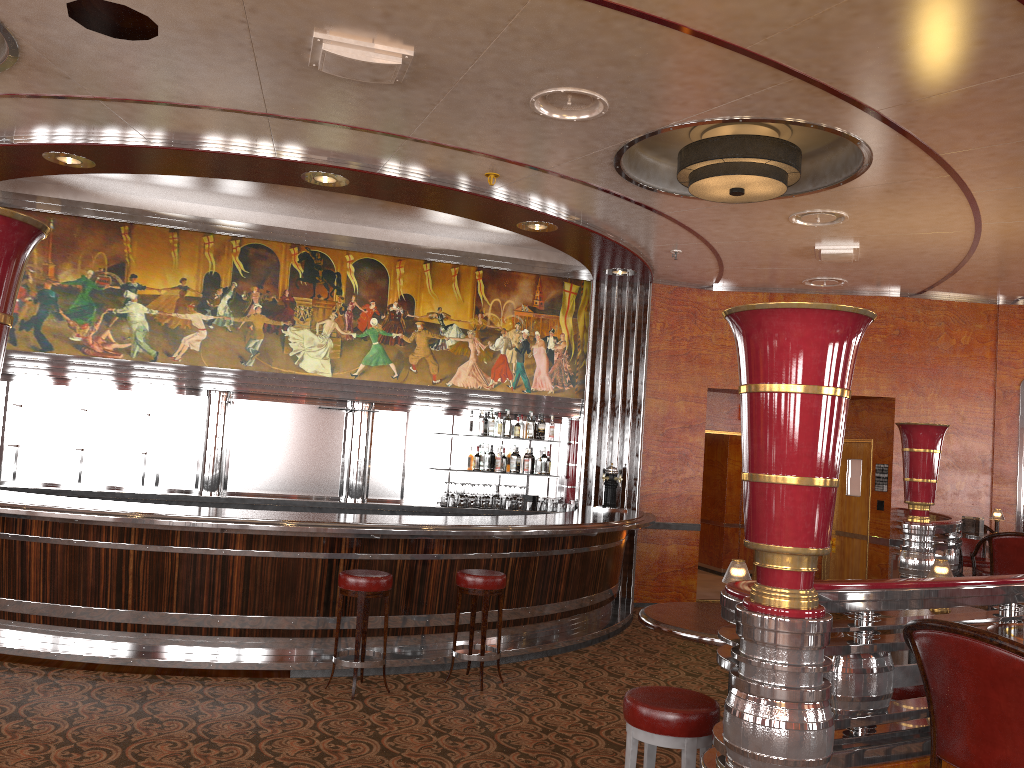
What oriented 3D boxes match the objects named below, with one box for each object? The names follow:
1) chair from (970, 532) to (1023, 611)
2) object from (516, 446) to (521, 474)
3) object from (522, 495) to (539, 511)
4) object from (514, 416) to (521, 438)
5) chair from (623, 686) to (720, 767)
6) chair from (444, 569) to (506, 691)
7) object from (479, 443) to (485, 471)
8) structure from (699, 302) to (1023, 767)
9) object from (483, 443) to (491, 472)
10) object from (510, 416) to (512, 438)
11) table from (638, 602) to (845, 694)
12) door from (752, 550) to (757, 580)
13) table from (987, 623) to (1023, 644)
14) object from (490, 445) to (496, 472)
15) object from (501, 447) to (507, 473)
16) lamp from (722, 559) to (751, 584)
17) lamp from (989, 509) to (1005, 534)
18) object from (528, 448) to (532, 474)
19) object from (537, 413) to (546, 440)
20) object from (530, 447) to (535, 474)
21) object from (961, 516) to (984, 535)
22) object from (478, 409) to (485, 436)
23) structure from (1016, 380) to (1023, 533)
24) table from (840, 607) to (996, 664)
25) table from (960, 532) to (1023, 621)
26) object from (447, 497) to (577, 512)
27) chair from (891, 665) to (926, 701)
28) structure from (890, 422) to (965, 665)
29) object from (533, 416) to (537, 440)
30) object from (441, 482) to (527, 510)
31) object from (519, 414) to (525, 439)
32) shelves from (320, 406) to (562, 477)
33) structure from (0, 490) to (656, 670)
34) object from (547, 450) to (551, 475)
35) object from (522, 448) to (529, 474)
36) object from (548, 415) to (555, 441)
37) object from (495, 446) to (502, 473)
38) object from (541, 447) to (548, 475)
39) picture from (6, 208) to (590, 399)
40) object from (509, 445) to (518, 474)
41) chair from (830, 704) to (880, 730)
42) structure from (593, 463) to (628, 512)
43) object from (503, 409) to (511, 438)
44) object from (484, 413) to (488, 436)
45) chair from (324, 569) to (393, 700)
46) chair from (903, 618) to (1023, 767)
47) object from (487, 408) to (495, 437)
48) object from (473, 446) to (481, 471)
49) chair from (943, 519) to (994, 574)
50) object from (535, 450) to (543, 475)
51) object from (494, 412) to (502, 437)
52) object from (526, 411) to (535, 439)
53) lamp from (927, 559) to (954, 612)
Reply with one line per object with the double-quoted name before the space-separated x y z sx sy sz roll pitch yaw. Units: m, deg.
"chair" 4.251 1.654 7.559 0.587 0.816 0.616 3 -4 19
"object" 0.051 0.826 9.660 0.090 0.293 0.090 5 -4 -23
"object" 0.190 1.277 9.554 0.169 0.156 0.195 3 -4 9
"object" 0.059 0.469 9.585 0.070 0.238 0.070 7 -5 -42
"chair" 0.561 1.521 3.224 0.350 0.755 0.350 2 -4 32
"chair" -0.235 1.680 6.122 0.350 0.755 0.350 2 -4 25
"object" -0.298 0.791 9.583 0.078 0.305 0.206 5 -4 -20
"structure" 2.150 0.233 3.714 4.357 3.602 0.549 7 -5 -42
"object" -0.267 0.787 9.498 0.078 0.305 0.078 5 -4 -23
"object" -0.040 0.466 9.620 0.068 0.235 0.212 4 -4 4
"table" 0.935 1.483 3.752 0.850 0.959 0.850 5 -4 -14
"door" 3.378 1.675 11.284 0.063 1.981 0.808 5 -4 -22
"table" 1.873 1.198 2.842 0.639 0.719 0.640 2 -4 26
"object" -0.223 0.805 9.621 0.090 0.293 0.090 7 -4 -38
"object" -0.091 0.825 9.634 0.080 0.272 0.080 5 -4 -13
"lamp" 0.968 0.882 3.813 0.130 0.250 0.130 4 -4 4
"lamp" 4.461 1.274 8.156 0.130 0.250 0.130 3 -4 13
"object" 0.184 0.839 9.645 0.067 0.282 0.067 2 -4 34
"object" 0.321 0.463 9.638 0.090 0.293 0.090 3 -4 17
"object" 0.206 0.846 9.778 0.090 0.293 0.090 3 -4 17
"object" 4.324 1.318 8.242 0.169 0.156 0.195 5 -4 -21
"object" -0.324 0.412 9.470 0.067 0.282 0.067 2 -4 29
"structure" 5.797 1.130 9.522 0.812 2.352 0.557 4 -3 5
"table" 2.000 1.603 4.423 0.850 0.959 0.849 7 -5 -37
"table" 4.429 1.756 8.124 0.639 0.719 0.640 3 -4 13
"object" -0.008 1.277 9.585 1.425 0.134 0.403 5 -4 -11
"chair" 1.727 1.648 3.883 0.350 0.755 0.350 2 -4 25
"structure" 3.772 1.452 8.035 0.623 2.022 3.172 2 -4 24
"object" 0.238 0.487 9.787 0.090 0.256 0.090 4 -4 -10
"object" -0.272 1.195 9.459 0.951 0.244 0.396 5 -4 -13
"object" 0.100 0.463 9.697 0.080 0.272 0.080 1 -5 42
"shelves" -0.748 0.626 9.410 2.595 0.567 0.339 5 -4 -16
"structure" -1.854 1.513 7.319 7.813 1.046 3.209 5 -4 -16
"object" 0.394 0.871 9.816 0.080 0.272 0.080 5 -4 -18
"object" 0.152 0.831 9.564 0.067 0.282 0.067 7 -5 -42
"object" 0.432 0.479 9.692 0.067 0.282 0.067 4 -3 -5
"object" -0.139 0.810 9.534 0.067 0.282 0.067 1 -4 39
"object" 0.350 0.844 9.713 0.078 0.305 0.078 4 -3 -3
"picture" -2.157 -0.754 9.007 6.256 1.321 0.001 5 -4 -16
"object" 0.021 0.810 9.553 0.078 0.305 0.078 2 -4 22
"chair" 1.304 1.577 3.303 0.350 0.755 0.350 2 -4 25
"structure" 1.057 1.114 9.466 0.360 0.539 0.281 4 -4 4
"object" -0.048 0.424 9.529 0.078 0.305 0.078 6 -4 -28
"object" -0.288 0.437 9.590 0.090 0.256 0.090 4 -3 5
"chair" -0.972 1.602 5.736 0.350 0.755 0.350 7 -5 -42
"chair" 1.489 1.106 2.599 0.615 0.816 0.588 6 -4 -26
"object" -0.222 0.410 9.500 0.078 0.305 0.078 5 -4 -26
"object" -0.374 0.799 9.530 0.080 0.272 0.080 5 -4 -13
"chair" 4.551 1.761 8.746 0.588 0.816 0.616 4 -4 4
"object" 0.294 0.852 9.649 0.080 0.272 0.080 5 -4 -13
"object" -0.142 0.434 9.524 0.080 0.272 0.080 5 -4 -23
"object" 0.206 0.448 9.620 0.078 0.305 0.078 6 -4 -36
"lamp" 2.156 1.009 4.459 0.130 0.250 0.130 4 -4 -5
